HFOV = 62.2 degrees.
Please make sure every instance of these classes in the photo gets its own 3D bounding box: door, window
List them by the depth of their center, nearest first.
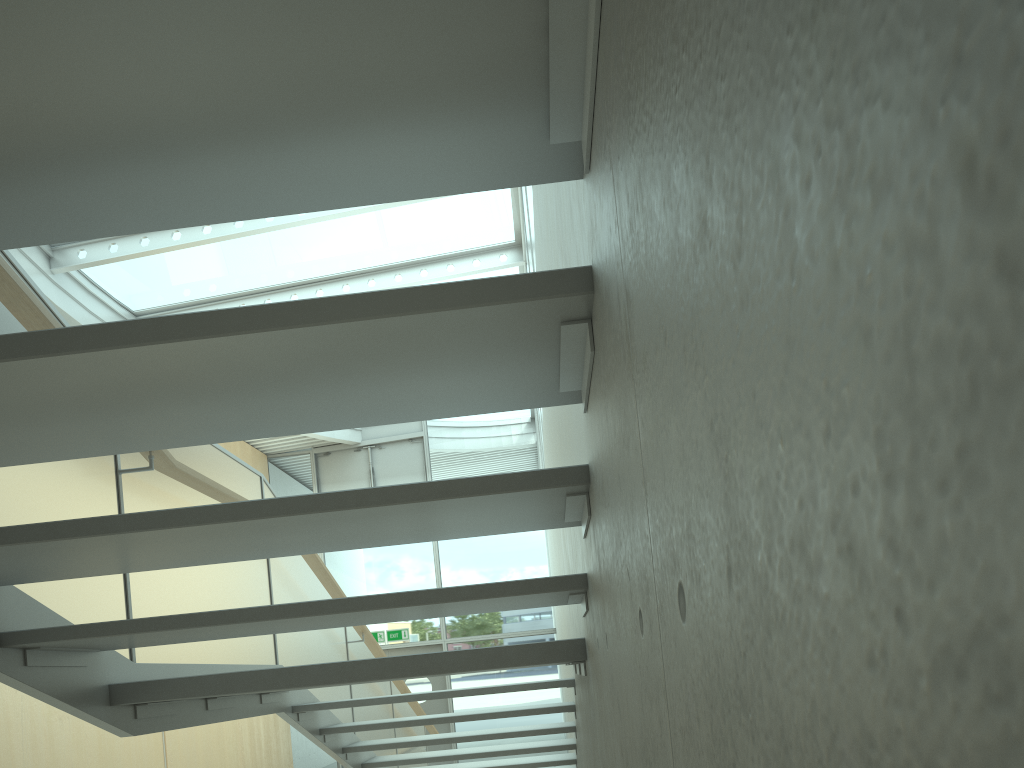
[{"bbox_3d":[0.255,-0.360,8.972,0.030,2.659,16.353,-6,-18,1],"label":"window"},{"bbox_3d":[-1.758,1.409,9.006,4.789,6.078,16.533,-6,-17,1],"label":"window"},{"bbox_3d":[-2.039,5.577,14.531,1.925,2.070,0.177,-6,-2,3],"label":"door"},{"bbox_3d":[-1.658,3.529,14.597,4.864,6.174,0.111,-6,-2,3],"label":"window"}]

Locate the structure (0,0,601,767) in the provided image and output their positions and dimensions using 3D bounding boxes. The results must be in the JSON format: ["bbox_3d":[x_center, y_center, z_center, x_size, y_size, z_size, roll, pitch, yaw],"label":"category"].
[{"bbox_3d":[-0.528,0.724,3.033,1.888,4.080,13.175,-6,-17,1],"label":"structure"}]
